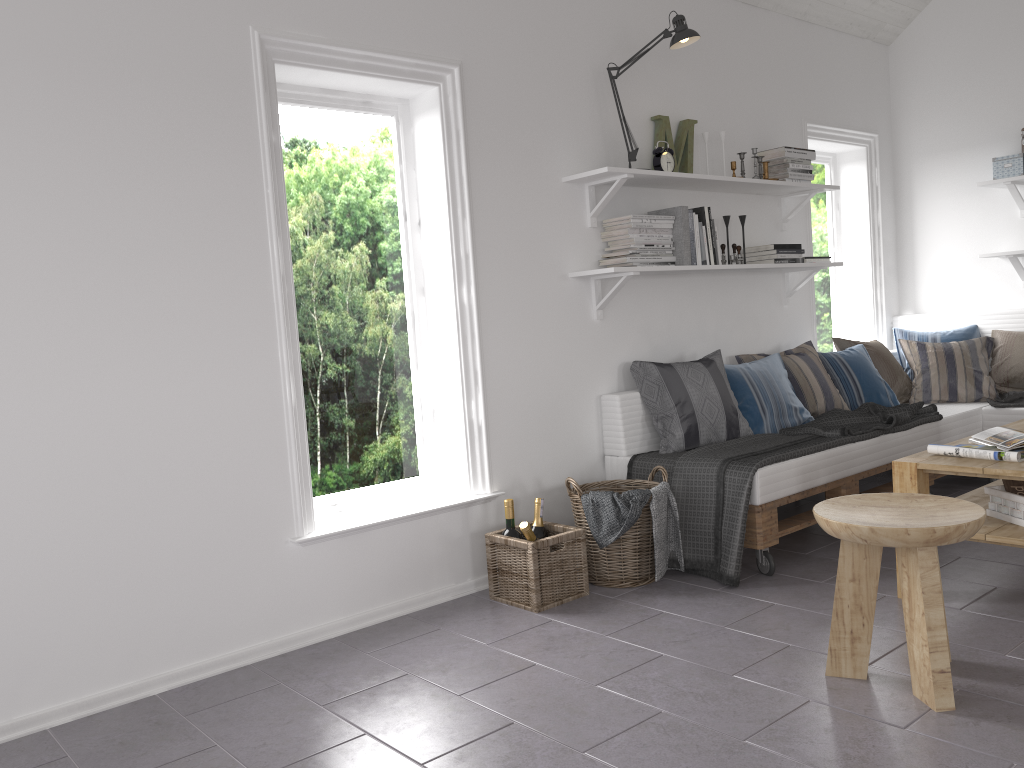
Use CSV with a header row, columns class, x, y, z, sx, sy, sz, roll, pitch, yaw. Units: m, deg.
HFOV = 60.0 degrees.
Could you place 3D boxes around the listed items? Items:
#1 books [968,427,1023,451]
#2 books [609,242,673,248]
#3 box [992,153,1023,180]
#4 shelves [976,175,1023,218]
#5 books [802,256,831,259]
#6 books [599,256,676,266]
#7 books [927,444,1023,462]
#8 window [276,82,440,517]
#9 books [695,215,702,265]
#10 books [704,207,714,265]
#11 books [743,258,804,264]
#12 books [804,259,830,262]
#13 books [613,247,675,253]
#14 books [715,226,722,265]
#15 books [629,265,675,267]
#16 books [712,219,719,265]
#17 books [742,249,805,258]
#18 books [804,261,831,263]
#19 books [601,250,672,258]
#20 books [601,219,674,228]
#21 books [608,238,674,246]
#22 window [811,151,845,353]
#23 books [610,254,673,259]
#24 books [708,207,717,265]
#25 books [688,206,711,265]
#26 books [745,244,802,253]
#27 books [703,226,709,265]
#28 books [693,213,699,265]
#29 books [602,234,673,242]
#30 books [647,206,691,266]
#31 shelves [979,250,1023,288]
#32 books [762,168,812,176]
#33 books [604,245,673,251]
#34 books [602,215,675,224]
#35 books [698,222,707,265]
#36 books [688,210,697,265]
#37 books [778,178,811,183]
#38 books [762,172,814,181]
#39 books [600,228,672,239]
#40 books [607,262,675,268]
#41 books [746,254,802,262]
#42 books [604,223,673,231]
class,x,y,z,sx,sy,sz,roll,pitch,yaw
books,1.924,0.190,3.189,0.422,0.049,0.300,-4,4,5
books,0.584,-0.629,4.010,0.254,0.012,0.161,-7,5,-40
box,2.950,-1.238,5.029,0.242,0.131,0.332,-7,5,-40
shelves,3.367,-1.058,4.499,0.269,0.212,1.820,-7,5,-40
books,1.576,-0.677,4.824,0.251,0.012,0.202,-7,5,-39
books,0.567,-0.556,4.006,0.331,0.025,0.176,-7,5,-40
books,1.642,0.225,3.067,0.229,0.043,0.300,-7,5,-36
window,-0.613,-0.322,3.437,0.685,1.655,0.117,-7,5,-40
books,0.793,-0.662,4.158,0.031,0.236,0.200,-7,5,-40
books,0.856,-0.689,4.211,0.054,0.272,0.200,-7,5,-40
books,1.373,-0.633,4.649,0.258,0.032,0.191,-7,5,-38
books,1.579,-0.664,4.819,0.248,0.014,0.187,-8,5,-42
books,0.595,-0.605,4.017,0.256,0.013,0.161,-7,5,-40
books,0.924,-0.653,4.253,0.045,0.185,0.152,-7,5,-40
books,0.594,-0.526,4.021,0.254,0.012,0.161,-7,5,-40
books,0.902,-0.667,4.235,0.047,0.219,0.171,-7,5,-40
books,1.368,-0.683,4.647,0.258,0.023,0.212,-7,5,-40
books,1.584,-0.651,4.822,0.253,0.014,0.187,-7,5,-40
books,0.563,-0.588,4.022,0.288,0.016,0.182,-7,5,-40
books,0.568,-0.724,4.003,0.288,0.016,0.182,-7,5,-40
books,0.582,-0.644,4.020,0.263,0.017,0.167,-7,5,-40
window,1.877,-0.652,5.583,0.685,1.655,0.052,-7,5,-40
books,0.586,-0.576,4.022,0.254,0.013,0.161,-7,5,-40
books,0.872,-0.692,4.227,0.048,0.274,0.210,-7,5,-40
books,0.844,-0.688,4.196,0.038,0.274,0.200,-7,5,-40
books,1.362,-0.707,4.637,0.239,0.028,0.190,-7,5,-38
books,0.860,-0.642,4.166,0.042,0.185,0.125,-7,5,-40
books,0.780,-0.664,4.146,0.019,0.243,0.205,-7,5,-40
books,0.565,-0.660,4.024,0.288,0.016,0.182,-7,5,-40
books,0.726,-0.671,4.096,0.050,0.271,0.200,-7,5,-40
shelves,3.396,-0.650,4.528,0.269,0.212,1.820,-7,5,-40
books,1.467,-1.120,4.724,0.238,0.024,0.152,-7,5,-40
books,0.572,-0.615,4.009,0.285,0.012,0.159,-7,5,-40
books,0.570,-0.739,3.990,0.288,0.016,0.182,-7,5,-40
books,0.839,-0.648,4.153,0.044,0.203,0.141,-7,5,-40
books,0.765,-0.669,4.126,0.046,0.257,0.193,-7,5,-40
books,1.452,-1.059,4.723,0.239,0.032,0.172,-7,5,-40
books,1.466,-1.092,4.721,0.239,0.032,0.172,-7,5,-40
books,0.561,-0.682,4.019,0.296,0.028,0.180,-7,5,-40
books,0.584,-0.537,4.007,0.285,0.012,0.159,-7,5,-40
books,1.369,-0.659,4.636,0.242,0.023,0.191,-8,5,-42
books,0.571,-0.705,4.006,0.273,0.021,0.174,-7,5,-40
